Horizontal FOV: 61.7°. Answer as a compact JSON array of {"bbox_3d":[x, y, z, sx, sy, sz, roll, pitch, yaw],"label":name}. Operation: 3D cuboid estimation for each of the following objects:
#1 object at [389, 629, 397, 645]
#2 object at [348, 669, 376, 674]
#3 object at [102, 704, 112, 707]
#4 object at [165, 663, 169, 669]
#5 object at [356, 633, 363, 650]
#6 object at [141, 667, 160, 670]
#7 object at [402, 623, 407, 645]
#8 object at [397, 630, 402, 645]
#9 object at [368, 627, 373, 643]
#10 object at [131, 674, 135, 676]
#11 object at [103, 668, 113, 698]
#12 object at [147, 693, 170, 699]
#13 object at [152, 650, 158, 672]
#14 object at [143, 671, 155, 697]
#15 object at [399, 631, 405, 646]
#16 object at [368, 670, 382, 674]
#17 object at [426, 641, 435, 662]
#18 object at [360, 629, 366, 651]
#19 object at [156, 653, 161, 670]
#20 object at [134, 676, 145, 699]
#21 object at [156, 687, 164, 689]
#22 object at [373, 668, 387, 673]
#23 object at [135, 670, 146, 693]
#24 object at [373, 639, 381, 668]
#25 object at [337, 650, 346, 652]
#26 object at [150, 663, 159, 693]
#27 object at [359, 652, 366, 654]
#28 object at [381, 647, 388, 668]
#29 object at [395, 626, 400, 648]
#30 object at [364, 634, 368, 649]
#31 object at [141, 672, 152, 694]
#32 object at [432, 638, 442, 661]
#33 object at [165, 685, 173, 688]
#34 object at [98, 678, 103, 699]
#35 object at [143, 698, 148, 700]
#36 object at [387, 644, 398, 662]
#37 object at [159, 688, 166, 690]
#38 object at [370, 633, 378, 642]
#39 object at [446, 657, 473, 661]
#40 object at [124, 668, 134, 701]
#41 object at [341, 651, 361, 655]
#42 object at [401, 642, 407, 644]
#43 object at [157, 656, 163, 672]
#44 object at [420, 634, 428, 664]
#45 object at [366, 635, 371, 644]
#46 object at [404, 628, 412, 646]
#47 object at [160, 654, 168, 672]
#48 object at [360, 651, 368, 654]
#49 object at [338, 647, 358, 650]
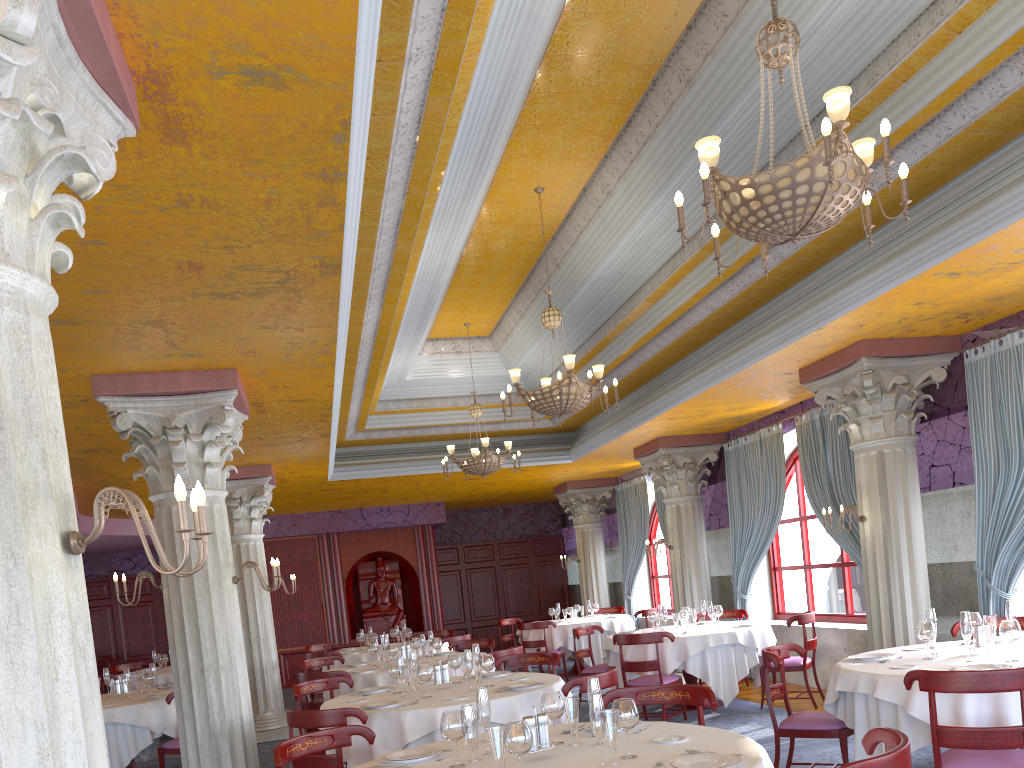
[{"bbox_3d":[-1.887,4.030,13.642,0.121,0.264,0.123,-6,-1,-22],"label":"object"},{"bbox_3d":[-1.642,3.148,9.373,0.311,0.024,0.322,-3,-13,-13],"label":"object"},{"bbox_3d":[-4.119,3.256,8.677,0.158,0.009,0.163,6,-17,-42],"label":"object"},{"bbox_3d":[-5.527,4.427,13.653,0.084,0.237,0.087,-6,1,-33],"label":"object"},{"bbox_3d":[-2.363,4.012,13.345,0.121,0.264,0.123,-6,-1,-22],"label":"object"},{"bbox_3d":[-5.851,4.620,13.886,0.311,0.024,0.322,-3,-13,-13],"label":"object"},{"bbox_3d":[-1.689,3.942,13.502,0.074,0.336,0.073,-5,2,23],"label":"object"},{"bbox_3d":[-1.797,4.017,13.566,0.085,0.237,0.086,-6,0,-11],"label":"object"},{"bbox_3d":[-2.229,4.008,13.545,0.074,0.336,0.073,-5,2,23],"label":"object"},{"bbox_3d":[-5.609,4.353,12.829,0.311,0.024,0.322,-3,-13,-13],"label":"object"},{"bbox_3d":[-4.538,3.349,9.603,0.074,0.336,0.073,-5,2,23],"label":"object"},{"bbox_3d":[-3.626,3.250,8.907,0.311,0.024,0.322,-3,-13,-13],"label":"object"},{"bbox_3d":[-5.511,4.278,13.221,0.074,0.336,0.073,-5,2,23],"label":"object"},{"bbox_3d":[-3.898,3.230,9.220,0.122,0.264,0.122,-6,0,0],"label":"object"},{"bbox_3d":[-1.664,3.890,13.074,0.086,0.237,0.085,-6,1,12],"label":"object"},{"bbox_3d":[-1.480,3.128,9.309,0.022,0.003,0.254,-13,-15,29],"label":"object"},{"bbox_3d":[-0.938,3.075,9.836,0.086,0.237,0.085,-6,1,12],"label":"object"},{"bbox_3d":[-2.270,3.889,13.003,0.074,0.336,0.073,-5,2,23],"label":"object"},{"bbox_3d":[-5.604,4.401,13.564,0.122,0.264,0.122,-6,0,0],"label":"object"},{"bbox_3d":[-3.972,3.231,9.132,0.086,0.237,0.085,-6,1,12],"label":"object"},{"bbox_3d":[-4.063,3.558,10.047,0.056,0.019,0.257,-14,-15,35],"label":"object"},{"bbox_3d":[-1.447,3.111,9.290,0.056,0.019,0.257,-14,-15,35],"label":"object"},{"bbox_3d":[-4.195,3.371,9.700,0.122,0.264,0.122,-6,0,0],"label":"object"},{"bbox_3d":[-1.545,3.073,9.765,0.073,0.336,0.074,-7,2,-22],"label":"object"},{"bbox_3d":[-2.692,4.197,13.472,0.262,0.019,0.054,-15,-14,36],"label":"object"},{"bbox_3d":[-3.998,3.283,9.559,0.074,0.336,0.073,-5,2,23],"label":"object"},{"bbox_3d":[-2.206,3.943,12.547,0.022,0.003,0.254,-13,-15,29],"label":"object"},{"bbox_3d":[-1.427,3.096,9.705,0.086,0.237,0.085,-6,1,12],"label":"object"},{"bbox_3d":[-1.730,3.822,12.959,0.074,0.336,0.073,-5,2,23],"label":"object"},{"bbox_3d":[-2.286,4.038,13.434,0.086,0.237,0.085,-6,1,12],"label":"object"},{"bbox_3d":[-4.105,3.358,9.623,0.084,0.237,0.087,-6,1,-33],"label":"object"},{"bbox_3d":[-0.863,3.074,9.924,0.121,0.264,0.124,-6,-1,-45],"label":"object"},{"bbox_3d":[-3.868,3.516,9.964,0.311,0.024,0.322,-3,-13,-13],"label":"object"},{"bbox_3d":[-4.594,3.379,9.492,0.087,0.237,0.084,-6,1,34],"label":"object"},{"bbox_3d":[-3.810,3.294,8.986,0.030,0.011,0.139,-13,-15,33],"label":"object"},{"bbox_3d":[-1.340,3.056,9.627,0.121,0.264,0.123,-6,-1,-22],"label":"object"},{"bbox_3d":[-4.028,3.559,10.028,0.022,0.003,0.254,-13,-15,29],"label":"object"},{"bbox_3d":[-2.066,3.871,12.865,0.121,0.264,0.123,-6,-1,-22],"label":"object"},{"bbox_3d":[-0.592,3.093,9.612,0.311,0.024,0.322,-3,-13,-13],"label":"object"},{"bbox_3d":[-4.039,3.163,9.017,0.074,0.336,0.073,-5,2,23],"label":"object"},{"bbox_3d":[-2.368,3.964,12.611,0.311,0.024,0.322,-3,-13,-13],"label":"object"},{"bbox_3d":[-1.720,4.218,13.971,0.022,0.003,0.254,-13,-15,29],"label":"object"},{"bbox_3d":[-5.394,4.300,13.161,0.084,0.237,0.087,-6,1,-33],"label":"object"},{"bbox_3d":[-1.005,3.007,9.721,0.074,0.336,0.073,-5,2,23],"label":"object"},{"bbox_3d":[-2.153,3.911,12.943,0.084,0.237,0.087,-6,1,-33],"label":"object"},{"bbox_3d":[-1.589,3.889,13.162,0.121,0.264,0.123,-6,-1,-22],"label":"object"},{"bbox_3d":[-5.307,4.260,13.084,0.122,0.264,0.122,-6,0,0],"label":"object"},{"bbox_3d":[-2.173,3.927,12.528,0.056,0.019,0.257,-14,-15,35],"label":"object"},{"bbox_3d":[-2.610,4.231,13.667,0.318,0.024,0.315,-12,-14,26],"label":"object"}]
